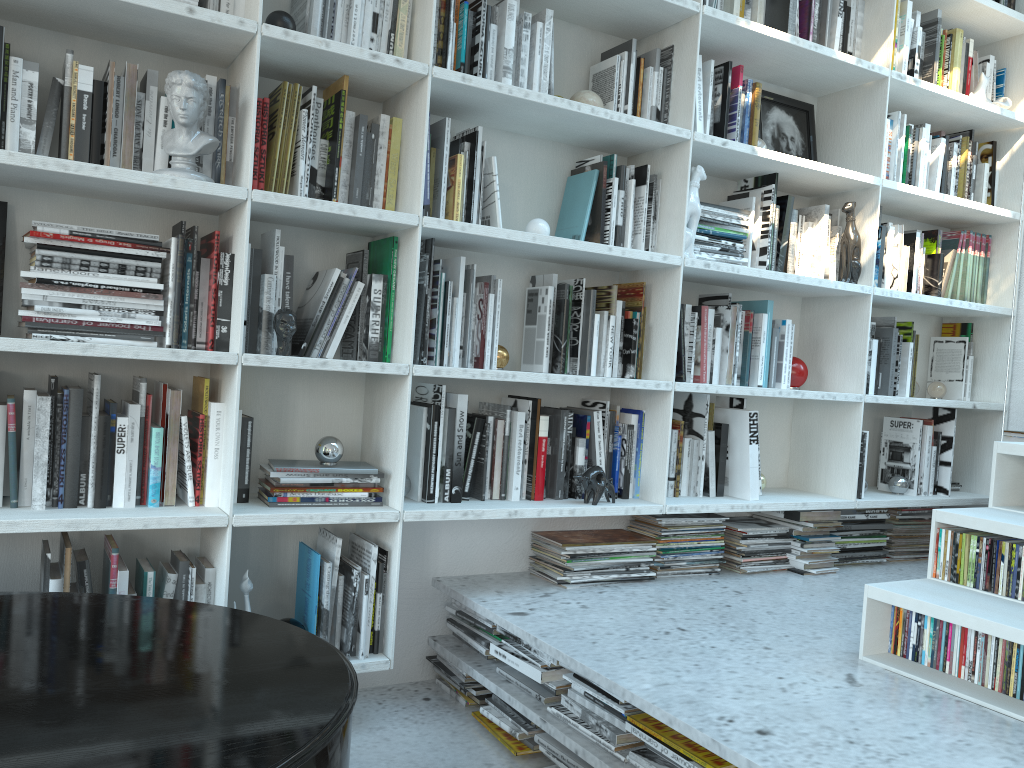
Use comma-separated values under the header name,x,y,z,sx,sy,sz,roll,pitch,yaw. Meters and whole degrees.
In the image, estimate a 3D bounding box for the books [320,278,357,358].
name,x,y,z,sx,sy,sz,roll,pitch,yaw
books,-0.478,-0.172,2.316,0.090,0.215,0.139,3,2,-30

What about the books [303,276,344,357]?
name,x,y,z,sx,sy,sz,roll,pitch,yaw
books,-0.507,-0.170,2.272,0.089,0.210,0.175,3,2,-30

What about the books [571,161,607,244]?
name,x,y,z,sx,sy,sz,roll,pitch,yaw
books,0.226,-0.526,2.677,0.021,0.264,0.174,3,2,-30

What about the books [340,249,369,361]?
name,x,y,z,sx,sy,sz,roll,pitch,yaw
books,-0.417,-0.206,2.341,0.013,0.286,0.138,3,2,-30

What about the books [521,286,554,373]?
name,x,y,z,sx,sy,sz,roll,pitch,yaw
books,0.075,-0.161,2.623,0.019,0.252,0.130,3,2,-30

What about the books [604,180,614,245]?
name,x,y,z,sx,sy,sz,roll,pitch,yaw
books,0.245,-0.497,2.682,0.006,0.210,0.188,3,2,-30

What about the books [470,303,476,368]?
name,x,y,z,sx,sy,sz,roll,pitch,yaw
books,-0.144,-0.137,2.504,0.013,0.179,0.140,3,2,-30

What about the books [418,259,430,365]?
name,x,y,z,sx,sy,sz,roll,pitch,yaw
books,-0.267,-0.195,2.418,0.006,0.281,0.155,3,2,-30

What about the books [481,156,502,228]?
name,x,y,z,sx,sy,sz,roll,pitch,yaw
books,-0.082,-0.515,2.482,0.051,0.210,0.176,3,2,-30

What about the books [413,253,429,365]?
name,x,y,z,sx,sy,sz,roll,pitch,yaw
books,-0.278,-0.202,2.413,0.018,0.295,0.177,3,2,-30

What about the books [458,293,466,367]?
name,x,y,z,sx,sy,sz,roll,pitch,yaw
books,-0.177,-0.151,2.481,0.013,0.203,0.167,3,2,-30

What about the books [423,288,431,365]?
name,x,y,z,sx,sy,sz,roll,pitch,yaw
books,-0.266,-0.156,2.430,0.013,0.204,0.154,3,2,-30

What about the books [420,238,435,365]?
name,x,y,z,sx,sy,sz,roll,pitch,yaw
books,-0.257,-0.225,2.441,0.007,0.342,0.149,3,2,-30

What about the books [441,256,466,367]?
name,x,y,z,sx,sy,sz,roll,pitch,yaw
books,-0.183,-0.197,2.455,0.014,0.297,0.175,3,2,-30

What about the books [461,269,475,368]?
name,x,y,z,sx,sy,sz,roll,pitch,yaw
books,-0.159,-0.181,2.476,0.012,0.267,0.183,3,2,-30

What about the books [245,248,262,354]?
name,x,y,z,sx,sy,sz,roll,pitch,yaw
books,-0.659,-0.203,2.203,0.028,0.253,0.142,3,2,-30

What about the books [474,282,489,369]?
name,x,y,z,sx,sy,sz,roll,pitch,yaw
books,-0.119,-0.165,2.507,0.015,0.238,0.176,3,2,-30

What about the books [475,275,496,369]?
name,x,y,z,sx,sy,sz,roll,pitch,yaw
books,-0.094,-0.175,2.522,0.014,0.261,0.141,3,2,-30

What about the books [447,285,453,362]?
name,x,y,z,sx,sy,sz,roll,pitch,yaw
books,-0.212,-0.160,2.448,0.013,0.218,0.160,3,2,-30

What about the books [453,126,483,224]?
name,x,y,z,sx,sy,sz,roll,pitch,yaw
books,-0.134,-0.558,2.472,0.013,0.287,0.158,3,2,-30

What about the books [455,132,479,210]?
name,x,y,z,sx,sy,sz,roll,pitch,yaw
books,-0.142,-0.552,2.468,0.006,0.274,0.167,3,2,-30

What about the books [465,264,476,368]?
name,x,y,z,sx,sy,sz,roll,pitch,yaw
books,-0.149,-0.190,2.499,0.006,0.285,0.159,3,2,-30

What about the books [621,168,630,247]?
name,x,y,z,sx,sy,sz,roll,pitch,yaw
books,0.299,-0.519,2.715,0.015,0.259,0.152,3,2,-30

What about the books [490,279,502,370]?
name,x,y,z,sx,sy,sz,roll,pitch,yaw
books,-0.083,-0.169,2.530,0.013,0.251,0.172,3,2,-30

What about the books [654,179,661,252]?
name,x,y,z,sx,sy,sz,roll,pitch,yaw
books,0.409,-0.506,2.774,0.010,0.245,0.158,3,2,-30

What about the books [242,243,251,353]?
name,x,y,z,sx,sy,sz,roll,pitch,yaw
books,-0.683,-0.210,2.193,0.024,0.263,0.154,3,2,-30

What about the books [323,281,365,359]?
name,x,y,z,sx,sy,sz,roll,pitch,yaw
books,-0.462,-0.165,2.313,0.091,0.205,0.169,3,2,-30

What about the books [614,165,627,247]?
name,x,y,z,sx,sy,sz,roll,pitch,yaw
books,0.285,-0.522,2.706,0.018,0.263,0.165,3,2,-30

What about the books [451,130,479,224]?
name,x,y,z,sx,sy,sz,roll,pitch,yaw
books,-0.145,-0.550,2.460,0.006,0.270,0.178,3,2,-30

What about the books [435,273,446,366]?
name,x,y,z,sx,sy,sz,roll,pitch,yaw
books,-0.230,-0.176,2.434,0.013,0.249,0.165,3,2,-30

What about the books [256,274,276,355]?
name,x,y,z,sx,sy,sz,roll,pitch,yaw
books,-0.627,-0.171,2.200,0.027,0.192,0.182,3,2,-30

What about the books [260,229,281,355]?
name,x,y,z,sx,sy,sz,roll,pitch,yaw
books,-0.613,-0.228,2.222,0.013,0.307,0.141,3,2,-30

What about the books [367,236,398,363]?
name,x,y,z,sx,sy,sz,roll,pitch,yaw
books,-0.354,-0.222,2.361,0.014,0.325,0.182,3,2,-30

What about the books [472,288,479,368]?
name,x,y,z,sx,sy,sz,roll,pitch,yaw
books,-0.134,-0.158,2.510,0.008,0.223,0.133,3,2,-30

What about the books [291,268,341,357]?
name,x,y,z,sx,sy,sz,roll,pitch,yaw
books,-0.519,-0.180,2.259,0.095,0.228,0.190,3,2,-30

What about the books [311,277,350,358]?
name,x,y,z,sx,sy,sz,roll,pitch,yaw
books,-0.492,-0.170,2.299,0.090,0.212,0.143,3,2,-30

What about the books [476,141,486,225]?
name,x,y,z,sx,sy,sz,roll,pitch,yaw
books,-0.120,-0.541,2.491,0.007,0.254,0.160,3,2,-30

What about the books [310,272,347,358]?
name,x,y,z,sx,sy,sz,roll,pitch,yaw
books,-0.503,-0.178,2.298,0.095,0.226,0.144,3,2,-30

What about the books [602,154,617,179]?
name,x,y,z,sx,sy,sz,roll,pitch,yaw
books,0.260,-0.540,2.706,0.013,0.295,0.153,3,2,-30

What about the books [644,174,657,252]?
name,x,y,z,sx,sy,sz,roll,pitch,yaw
books,0.384,-0.510,2.752,0.011,0.253,0.169,3,2,-30

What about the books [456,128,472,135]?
name,x,y,z,sx,sy,sz,roll,pitch,yaw
books,-0.144,-0.566,2.514,0.011,0.300,0.088,3,2,-30

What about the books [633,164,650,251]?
name,x,y,z,sx,sy,sz,roll,pitch,yaw
books,0.354,-0.523,2.730,0.012,0.273,0.183,3,2,-30

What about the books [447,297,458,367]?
name,x,y,z,sx,sy,sz,roll,pitch,yaw
books,-0.199,-0.143,2.451,0.013,0.186,0.183,3,2,-30

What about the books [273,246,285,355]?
name,x,y,z,sx,sy,sz,roll,pitch,yaw
books,-0.609,-0.207,2.237,0.012,0.266,0.157,3,2,-30

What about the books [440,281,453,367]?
name,x,y,z,sx,sy,sz,roll,pitch,yaw
books,-0.216,-0.164,2.431,0.011,0.226,0.188,3,2,-30

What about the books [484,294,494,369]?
name,x,y,z,sx,sy,sz,roll,pitch,yaw
books,-0.106,-0.148,2.512,0.014,0.207,0.180,3,2,-30

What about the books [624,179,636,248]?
name,x,y,z,sx,sy,sz,roll,pitch,yaw
books,0.313,-0.500,2.715,0.012,0.224,0.178,3,2,-30

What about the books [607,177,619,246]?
name,x,y,z,sx,sy,sz,roll,pitch,yaw
books,0.254,-0.501,2.687,0.013,0.219,0.187,3,2,-30

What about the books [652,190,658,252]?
name,x,y,z,sx,sy,sz,roll,pitch,yaw
books,0.389,-0.490,2.775,0.023,0.212,0.164,3,2,-30

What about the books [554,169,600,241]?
name,x,y,z,sx,sy,sz,roll,pitch,yaw
books,0.189,-0.515,2.664,0.056,0.241,0.153,3,2,-30

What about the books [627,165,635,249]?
name,x,y,z,sx,sy,sz,roll,pitch,yaw
books,0.323,-0.525,2.737,0.032,0.275,0.154,3,2,-30

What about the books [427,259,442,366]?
name,x,y,z,sx,sy,sz,roll,pitch,yaw
books,-0.236,-0.194,2.427,0.005,0.284,0.159,3,2,-30

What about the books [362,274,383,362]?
name,x,y,z,sx,sy,sz,roll,pitch,yaw
books,-0.391,-0.172,2.334,0.029,0.223,0.171,3,2,-30

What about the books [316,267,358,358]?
name,x,y,z,sx,sy,sz,roll,pitch,yaw
books,-0.477,-0.184,2.305,0.094,0.238,0.149,3,2,-30

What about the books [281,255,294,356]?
name,x,y,z,sx,sy,sz,roll,pitch,yaw
books,-0.589,-0.197,2.249,0.035,0.248,0.140,3,2,-30

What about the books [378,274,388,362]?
name,x,y,z,sx,sy,sz,roll,pitch,yaw
books,-0.374,-0.173,2.356,0.021,0.226,0.148,3,2,-30
